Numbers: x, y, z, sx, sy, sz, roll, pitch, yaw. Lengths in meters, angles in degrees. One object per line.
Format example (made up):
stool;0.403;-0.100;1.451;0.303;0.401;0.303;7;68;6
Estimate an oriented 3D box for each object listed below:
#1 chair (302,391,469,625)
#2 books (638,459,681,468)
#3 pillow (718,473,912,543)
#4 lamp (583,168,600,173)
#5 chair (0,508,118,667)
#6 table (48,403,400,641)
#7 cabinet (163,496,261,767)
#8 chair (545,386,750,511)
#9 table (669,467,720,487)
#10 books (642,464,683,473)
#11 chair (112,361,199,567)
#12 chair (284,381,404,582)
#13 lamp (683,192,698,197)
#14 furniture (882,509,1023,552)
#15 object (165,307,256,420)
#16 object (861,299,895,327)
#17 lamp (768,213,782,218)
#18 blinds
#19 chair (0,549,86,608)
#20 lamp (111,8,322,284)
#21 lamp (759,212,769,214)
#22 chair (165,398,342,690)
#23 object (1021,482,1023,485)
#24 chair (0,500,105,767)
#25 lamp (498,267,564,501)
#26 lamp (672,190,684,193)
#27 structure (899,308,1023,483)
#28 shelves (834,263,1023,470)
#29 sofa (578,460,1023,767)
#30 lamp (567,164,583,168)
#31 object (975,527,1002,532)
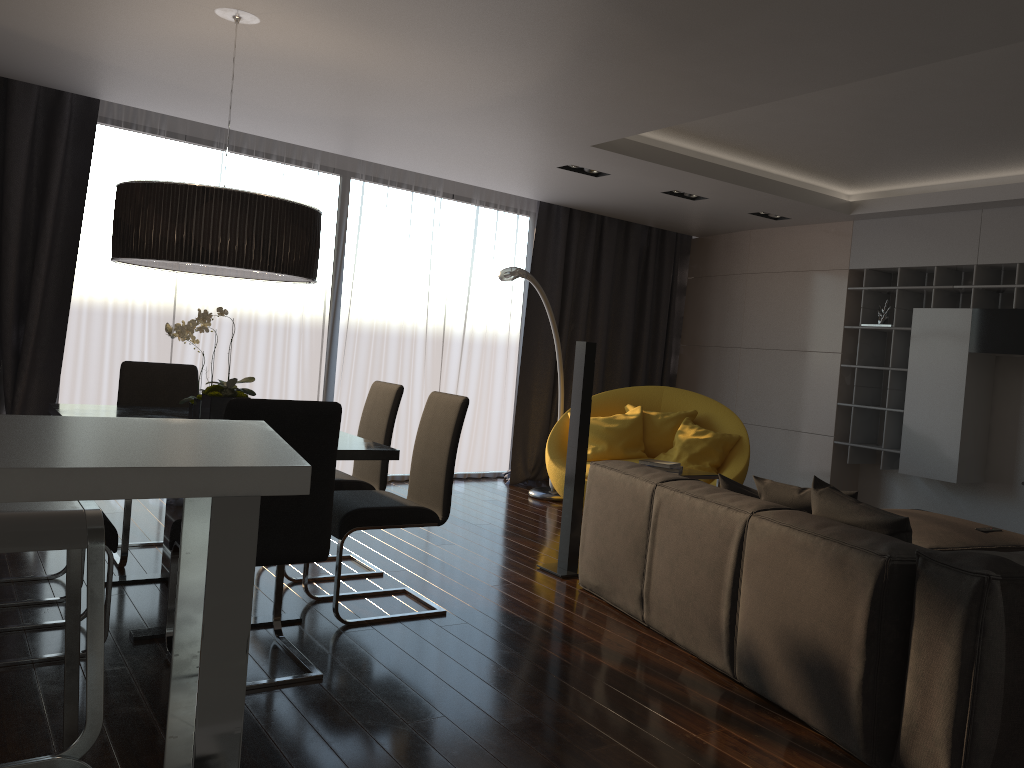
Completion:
chair;-0.557;0.511;3.907;0.602;0.964;0.406;4;2;-34
books;0.872;0.469;5.199;0.196;0.022;0.162;6;3;32
pillow;1.800;0.605;3.428;2.042;0.430;1.087;5;2;17
lamp;0.593;-1.552;6.300;0.184;0.077;0.170;4;2;-22
chair;-1.728;0.443;3.083;0.602;0.964;0.406;4;2;-34
table;-1.330;0.553;3.785;1.095;0.760;1.521;4;2;-34
cabinet;-0.598;-0.155;1.067;4.680;2.499;6.568;4;2;-34
chair;1.021;0.524;6.592;1.465;1.005;1.177;6;2;22
table;0.834;0.783;5.182;0.632;0.563;0.428;4;2;-34
books;0.884;0.493;5.195;0.226;0.023;0.167;5;2;14
chair;-1.767;0.387;4.465;0.450;0.964;0.543;4;2;-34
chair;-0.918;0.460;4.465;0.602;0.964;0.406;4;2;-34
lamp;1.423;-1.503;6.885;0.184;0.077;0.170;4;2;-22
furniture;2.343;0.973;5.043;1.141;0.439;1.051;4;2;-24
object;-1.287;-0.072;3.657;0.327;0.501;0.544;4;2;-37
object;3.043;-0.566;7.123;0.299;0.227;0.270;4;2;-34
lamp;2.255;-1.455;7.470;0.184;0.077;0.170;4;2;-22
blinds;-1.336;-0.622;6.772;7.907;2.893;0.708;3;2;-42
chair;-2.089;0.391;3.641;0.602;0.964;0.406;4;2;-34
lamp;-1.206;-1.022;3.737;0.823;1.102;0.786;5;1;-10
lamp;2.100;-1.464;7.361;0.182;0.077;0.172;4;2;-15
chair;-0.911;0.512;3.098;0.450;0.964;0.543;4;2;-34
object;3.611;0.921;6.040;0.253;0.474;0.226;4;2;-42
chair;-1.059;0.633;1.755;0.442;0.800;0.409;4;2;-34
lamp;0.997;0.081;7.954;0.552;1.778;4.455;6;2;36
lamp;1.268;-1.512;6.776;0.182;0.077;0.172;4;2;-15
structure;3.886;0.408;5.742;0.505;1.766;2.739;4;2;-33
shelves;3.385;-0.074;6.657;0.399;1.600;1.825;4;2;-33
sofa;2.034;0.854;4.062;2.852;0.703;2.381;4;2;-25
lamp;0.438;-1.561;6.191;0.186;0.077;0.167;3;3;-39
object;2.633;0.804;4.859;0.219;0.015;0.048;3;3;-35
